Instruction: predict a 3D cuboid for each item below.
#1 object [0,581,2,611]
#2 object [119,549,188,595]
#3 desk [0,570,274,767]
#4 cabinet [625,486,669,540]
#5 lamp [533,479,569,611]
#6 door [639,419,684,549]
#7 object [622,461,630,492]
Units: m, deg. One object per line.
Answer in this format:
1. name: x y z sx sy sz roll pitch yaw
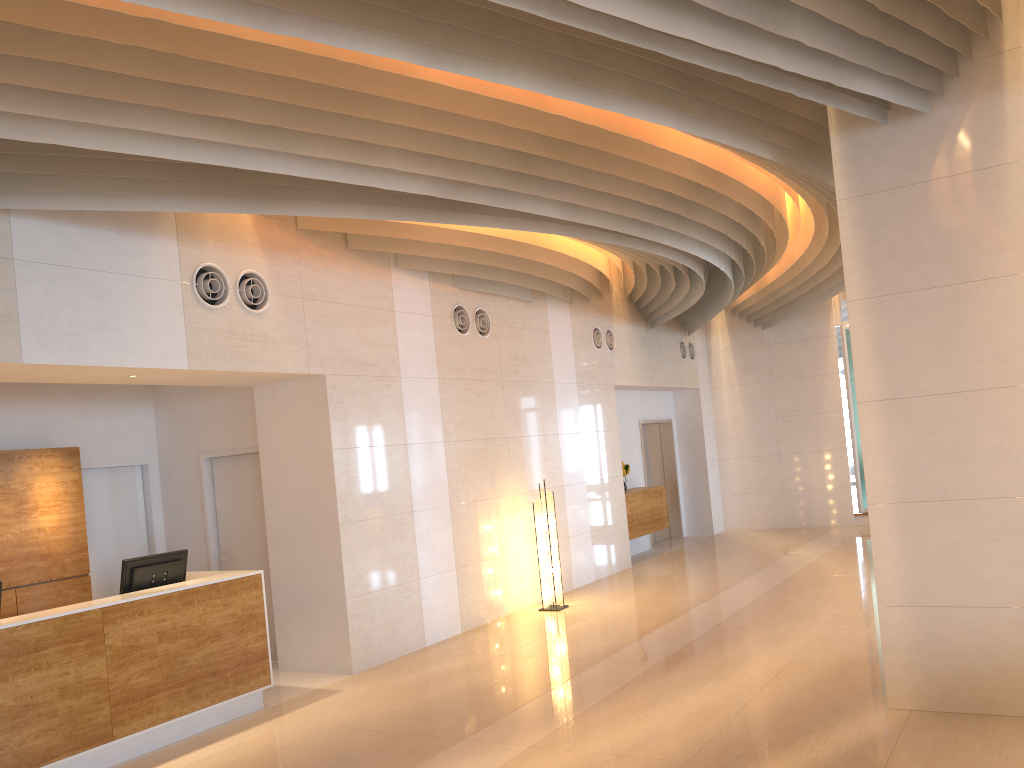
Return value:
1. object: -3.317 1.441 5.316 0.350 0.434 0.544 -7 -3 31
2. object: -2.588 1.464 6.500 0.350 0.434 0.544 -7 -3 31
3. desk: -4.032 1.964 4.217 0.887 1.047 6.766 -7 -4 31
4. cabinet: 1.802 1.943 13.412 0.552 0.660 1.532 -7 -4 31
5. lamp: 0.396 1.783 9.881 0.247 1.449 0.253 -6 -1 31
6. door: 2.460 1.672 15.163 0.243 2.098 1.425 -6 -2 31
7. object: 1.622 1.351 13.057 0.263 0.496 0.238 -6 -2 18
